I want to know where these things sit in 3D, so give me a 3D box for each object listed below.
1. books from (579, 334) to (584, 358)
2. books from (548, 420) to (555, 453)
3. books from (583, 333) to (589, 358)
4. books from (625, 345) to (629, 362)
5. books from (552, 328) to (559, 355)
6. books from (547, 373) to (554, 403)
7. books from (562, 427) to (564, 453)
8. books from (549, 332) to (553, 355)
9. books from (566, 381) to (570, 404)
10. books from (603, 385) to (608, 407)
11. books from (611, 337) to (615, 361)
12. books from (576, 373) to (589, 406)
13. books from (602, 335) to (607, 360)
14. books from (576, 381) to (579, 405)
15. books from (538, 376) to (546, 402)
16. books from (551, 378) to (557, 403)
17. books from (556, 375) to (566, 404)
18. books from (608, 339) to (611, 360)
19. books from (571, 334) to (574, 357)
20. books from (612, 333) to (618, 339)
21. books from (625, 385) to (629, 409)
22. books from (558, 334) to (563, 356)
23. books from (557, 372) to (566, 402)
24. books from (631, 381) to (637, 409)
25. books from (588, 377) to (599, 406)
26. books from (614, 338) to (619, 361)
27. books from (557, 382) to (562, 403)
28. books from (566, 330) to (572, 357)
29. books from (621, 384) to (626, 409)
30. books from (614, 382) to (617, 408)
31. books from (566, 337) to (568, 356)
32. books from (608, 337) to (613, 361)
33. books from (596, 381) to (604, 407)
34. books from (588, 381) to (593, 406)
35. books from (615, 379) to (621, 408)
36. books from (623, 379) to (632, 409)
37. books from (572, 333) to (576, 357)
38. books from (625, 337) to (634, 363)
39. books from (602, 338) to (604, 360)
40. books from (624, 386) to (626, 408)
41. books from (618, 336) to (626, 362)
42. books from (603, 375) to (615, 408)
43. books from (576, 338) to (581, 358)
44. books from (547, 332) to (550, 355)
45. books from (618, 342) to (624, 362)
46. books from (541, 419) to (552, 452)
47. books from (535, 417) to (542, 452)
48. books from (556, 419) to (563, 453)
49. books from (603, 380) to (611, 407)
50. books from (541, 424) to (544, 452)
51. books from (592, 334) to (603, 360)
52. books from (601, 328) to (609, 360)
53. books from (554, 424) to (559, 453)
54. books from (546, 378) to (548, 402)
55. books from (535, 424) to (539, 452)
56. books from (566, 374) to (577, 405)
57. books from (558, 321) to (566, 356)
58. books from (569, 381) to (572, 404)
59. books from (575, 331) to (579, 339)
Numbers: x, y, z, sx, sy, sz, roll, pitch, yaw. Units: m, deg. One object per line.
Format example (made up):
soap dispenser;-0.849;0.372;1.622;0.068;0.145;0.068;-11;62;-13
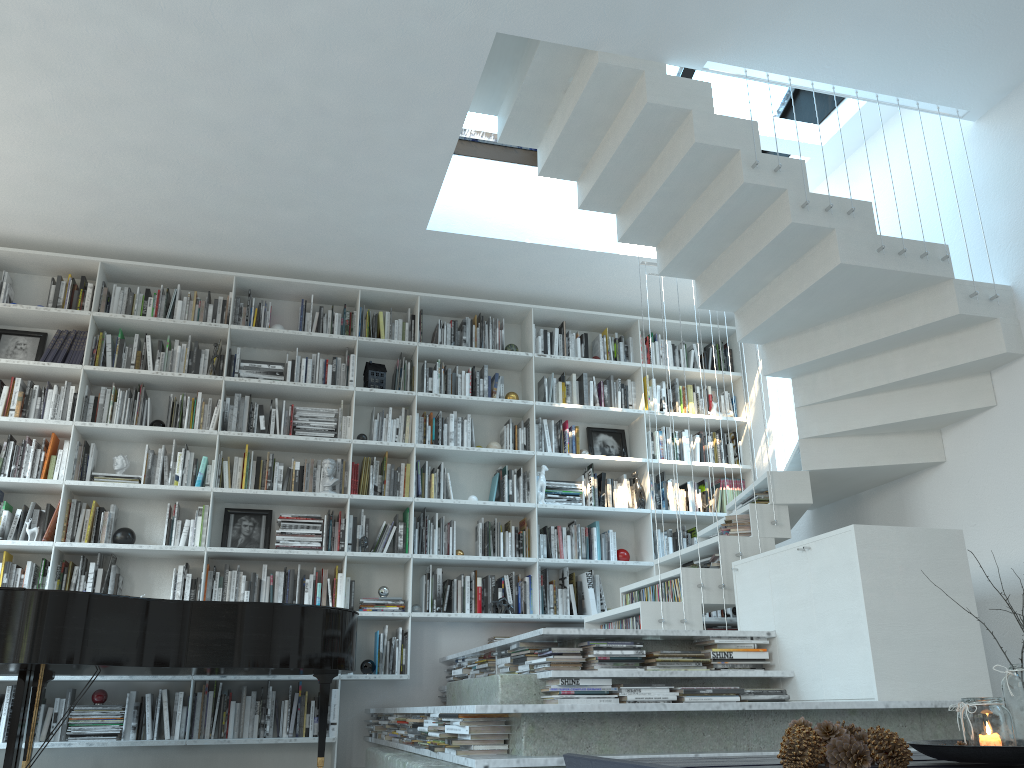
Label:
books;0.515;-0.232;6.735;0.012;0.253;0.161;5;-20;-15
books;0.276;0.422;6.432;0.012;0.284;0.160;5;-20;-15
books;0.538;-0.236;6.730;0.030;0.256;0.165;5;-20;-15
books;0.859;-0.181;6.824;0.031;0.210;0.132;5;-20;-15
books;0.311;-0.265;6.673;0.048;0.277;0.150;5;-20;-15
books;0.264;0.075;6.542;0.052;0.281;0.167;5;-20;-15
books;0.345;0.436;6.446;0.020;0.266;0.152;5;-20;-15
books;0.270;-0.249;6.674;0.027;0.248;0.140;5;-20;-15
books;0.390;0.112;6.563;0.030;0.223;0.158;5;-20;-15
books;0.675;0.135;6.627;0.031;0.216;0.166;5;-20;-15
books;0.750;-0.214;6.796;0.017;0.256;0.147;5;-20;-15
books;0.504;0.085;6.552;0.032;0.264;0.246;5;-21;-15
books;0.680;-0.222;6.763;0.016;0.251;0.189;5;-20;-15
books;0.463;0.112;6.588;0.025;0.237;0.143;5;-20;-15
books;0.221;0.085;6.528;0.012;0.253;0.161;5;-20;-15
books;0.300;0.095;6.554;0.026;0.249;0.131;5;-20;-15
books;0.354;0.089;6.552;0.026;0.260;0.168;5;-20;-15
books;0.716;-0.210;6.760;0.007;0.225;0.171;5;-20;-15
books;0.431;-0.237;6.693;0.022;0.235;0.172;5;-20;-15
books;0.786;-0.231;6.811;0.020;0.298;0.131;5;-20;-15
books;0.841;0.147;6.686;0.022;0.233;0.159;5;-20;-15
books;0.348;-0.239;6.676;0.030;0.230;0.148;5;-20;-15
books;0.369;0.076;6.570;0.011;0.295;0.163;5;-20;-15
books;0.893;0.134;6.699;0.031;0.264;0.170;5;-20;-15
books;0.606;0.105;6.636;0.048;0.282;0.163;5;-20;-15
books;0.773;-0.209;6.777;0.018;0.234;0.187;5;-21;-15
books;0.331;0.110;6.533;0.025;0.207;0.176;5;-21;-15
books;0.414;-0.251;6.692;0.014;0.261;0.169;5;-20;-15
books;0.805;0.137;6.669;0.030;0.240;0.162;5;-20;-15
books;0.750;0.129;6.657;0.011;0.248;0.152;5;-20;-15
books;0.388;-0.227;6.697;0.030;0.219;0.133;5;-20;-15
books;0.731;-0.217;6.775;0.031;0.247;0.165;5;-20;-15
books;0.642;0.120;6.615;0.014;0.239;0.190;5;-20;-15
books;0.560;0.116;6.588;0.030;0.229;0.187;5;-21;-15
books;0.775;0.117;6.659;0.036;0.271;0.177;5;-20;-15
books;0.864;0.124;6.697;0.026;0.283;0.147;5;-20;-15
books;0.449;-0.241;6.709;0.021;0.253;0.152;5;-20;-15
books;0.892;-0.210;6.820;0.026;0.262;0.163;5;-20;-15
books;0.662;-0.211;6.748;0.008;0.219;0.183;5;-21;-15
books;0.822;0.142;6.691;0.014;0.245;0.143;5;-20;-15
books;0.833;-0.217;6.823;0.025;0.278;0.136;5;-20;-15
books;0.723;0.102;6.647;0.022;0.293;0.181;5;-20;-15
books;0.475;-0.219;6.694;0.024;0.201;0.190;5;-21;-15
books;0.250;-0.249;6.649;0.024;0.230;0.169;5;-20;-15
books;0.812;-0.192;6.789;0.029;0.209;0.170;5;-21;-15
books;0.237;0.414;6.416;0.065;0.288;0.146;5;-20;-15
books;0.187;0.406;6.408;0.015;0.299;0.141;5;-20;-15
books;0.333;0.420;6.433;0.012;0.286;0.177;5;-20;-15
books;0.698;0.119;6.649;0.023;0.263;0.156;5;-20;-15
books;0.202;0.428;6.394;0.011;0.247;0.156;5;-20;-15
books;0.650;-0.230;6.748;0.019;0.255;0.170;5;-20;-15
books;0.707;-0.253;6.782;0.007;0.319;0.166;5;-20;-15
books;0.301;0.435;6.445;0.043;0.268;0.131;5;-20;-15
books;0.234;0.093;6.526;0.013;0.236;0.142;5;-20;-15
books;0.162;0.430;6.407;0.030;0.252;0.128;5;-20;-15
books;0.441;0.084;6.581;0.026;0.287;0.157;5;-20;-15
books;0.372;-0.289;6.689;0.014;0.330;0.181;5;-20;-15
books;0.412;0.113;6.585;0.024;0.235;0.147;5;-20;-15
books;0.485;-0.245;6.735;0.012;0.278;0.153;5;-20;-15
